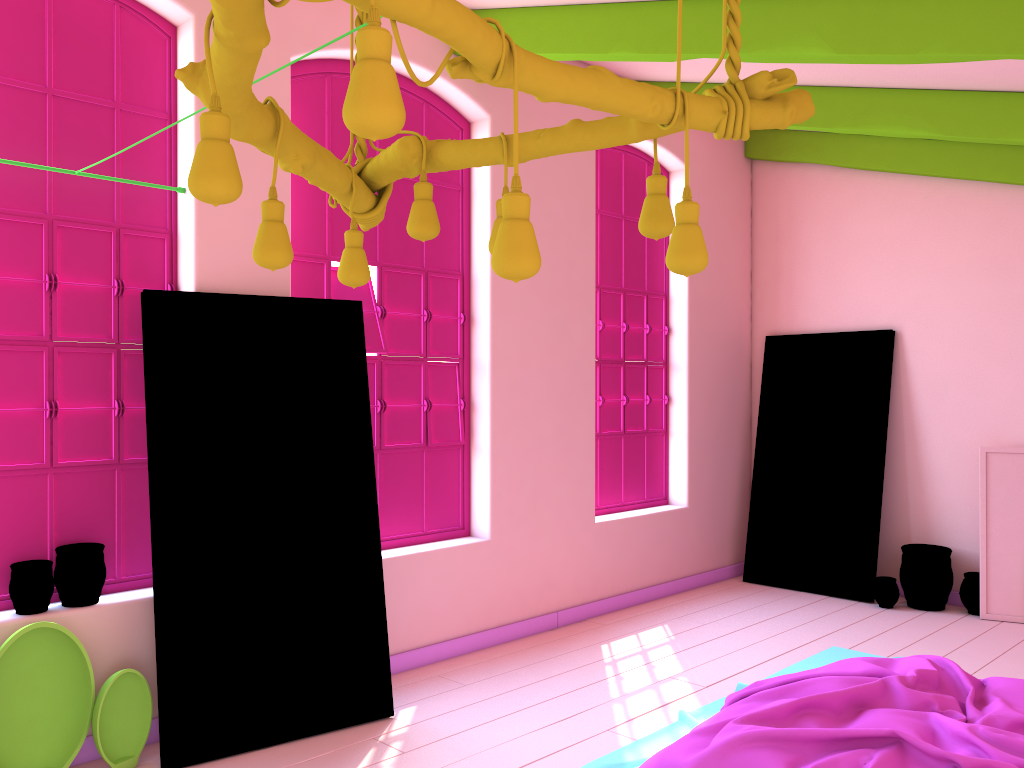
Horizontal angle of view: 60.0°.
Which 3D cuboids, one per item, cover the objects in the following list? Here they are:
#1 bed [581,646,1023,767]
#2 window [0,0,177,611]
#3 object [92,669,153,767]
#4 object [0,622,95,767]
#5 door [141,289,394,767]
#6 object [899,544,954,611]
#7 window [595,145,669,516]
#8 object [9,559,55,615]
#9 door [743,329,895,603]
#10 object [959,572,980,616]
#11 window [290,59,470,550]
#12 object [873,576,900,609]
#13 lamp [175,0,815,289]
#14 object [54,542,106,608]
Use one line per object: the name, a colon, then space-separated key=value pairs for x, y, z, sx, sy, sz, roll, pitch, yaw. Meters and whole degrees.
bed: x=1.838 y=1.486 z=3.678 sx=2.802 sy=0.514 sz=3.576 roll=0 pitch=0 yaw=45
window: x=-2.168 y=-0.479 z=4.170 sx=1.275 sy=3.047 sz=0.072 roll=0 pitch=1 yaw=-45
object: x=-1.784 y=1.507 z=3.997 sx=0.137 sy=0.463 sz=0.284 roll=0 pitch=0 yaw=30
object: x=-2.068 y=1.372 z=3.817 sx=0.451 sy=0.734 sz=0.218 roll=0 pitch=0 yaw=-45
door: x=-1.209 y=0.641 z=4.463 sx=1.153 sy=2.211 sz=0.450 roll=0 pitch=0 yaw=-35
object: x=3.246 y=1.513 z=6.950 sx=0.386 sy=0.471 sz=0.386 roll=0 pitch=0 yaw=-2
window: x=0.923 y=-0.466 z=7.258 sx=1.275 sy=3.047 sz=0.072 roll=0 pitch=1 yaw=-45
object: x=-2.172 y=0.919 z=4.012 sx=0.182 sy=0.223 sz=0.182 roll=0 pitch=0 yaw=28
door: x=2.609 y=0.655 z=7.602 sx=0.450 sy=2.211 sz=1.153 roll=0 pitch=1 yaw=-45
object: x=3.548 y=1.600 z=6.753 sx=0.260 sy=0.306 sz=0.260 roll=0 pitch=0 yaw=-12
window: x=-0.827 y=-0.464 z=5.528 sx=1.514 sy=3.010 sz=0.214 roll=0 pitch=1 yaw=-45
object: x=2.934 y=1.637 z=6.952 sx=0.199 sy=0.234 sz=0.199 roll=0 pitch=0 yaw=13
lamp: x=-0.265 y=-1.335 z=2.043 sx=1.610 sy=2.265 sz=1.775 roll=0 pitch=0 yaw=27
object: x=-2.026 y=0.895 z=4.163 sx=0.223 sy=0.272 sz=0.223 roll=0 pitch=0 yaw=33
